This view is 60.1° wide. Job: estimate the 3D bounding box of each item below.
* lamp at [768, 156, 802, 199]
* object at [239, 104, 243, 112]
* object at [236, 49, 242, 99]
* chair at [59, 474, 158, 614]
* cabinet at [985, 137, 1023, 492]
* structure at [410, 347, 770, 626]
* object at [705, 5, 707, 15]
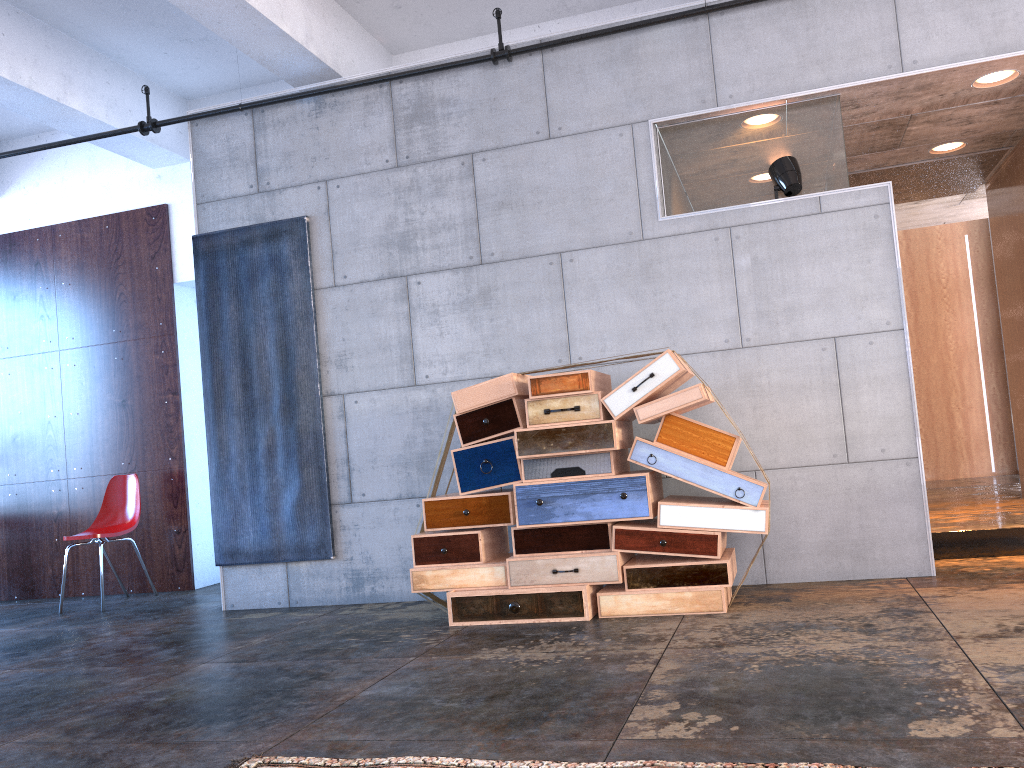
[{"bbox_3d":[1.567,-1.165,5.057,0.171,0.258,0.212,-5,-4,-2],"label":"lamp"},{"bbox_3d":[8.106,-0.707,4.212,0.054,0.052,0.060,-3,-4,-26],"label":"object"},{"bbox_3d":[8.109,-0.637,4.173,0.074,0.063,0.063,-4,-4,-19],"label":"object"},{"bbox_3d":[-3.055,1.191,6.720,0.423,0.986,0.663,-6,-4,16],"label":"chair"},{"bbox_3d":[7.526,-0.884,5.089,8.024,2.559,2.407,-6,-4,15],"label":"cabinet"},{"bbox_3d":[0.381,0.541,4.689,1.894,1.313,0.645,-6,-3,15],"label":"structure"},{"bbox_3d":[8.063,-0.668,4.210,0.064,0.053,0.051,-3,-4,-31],"label":"object"}]
